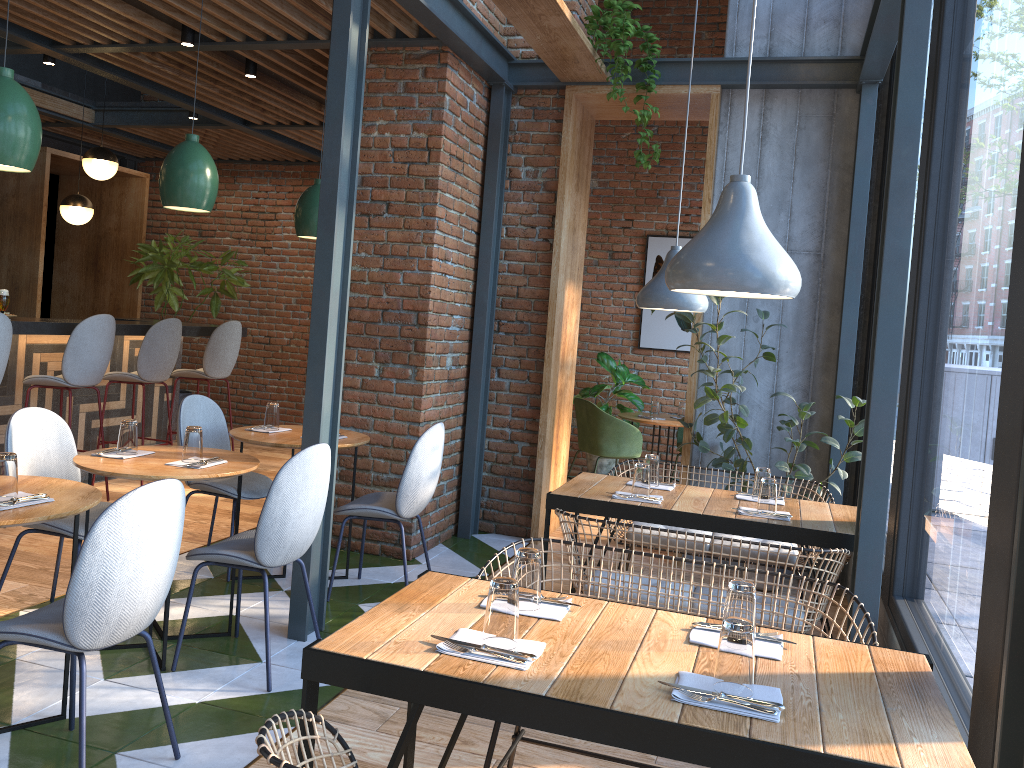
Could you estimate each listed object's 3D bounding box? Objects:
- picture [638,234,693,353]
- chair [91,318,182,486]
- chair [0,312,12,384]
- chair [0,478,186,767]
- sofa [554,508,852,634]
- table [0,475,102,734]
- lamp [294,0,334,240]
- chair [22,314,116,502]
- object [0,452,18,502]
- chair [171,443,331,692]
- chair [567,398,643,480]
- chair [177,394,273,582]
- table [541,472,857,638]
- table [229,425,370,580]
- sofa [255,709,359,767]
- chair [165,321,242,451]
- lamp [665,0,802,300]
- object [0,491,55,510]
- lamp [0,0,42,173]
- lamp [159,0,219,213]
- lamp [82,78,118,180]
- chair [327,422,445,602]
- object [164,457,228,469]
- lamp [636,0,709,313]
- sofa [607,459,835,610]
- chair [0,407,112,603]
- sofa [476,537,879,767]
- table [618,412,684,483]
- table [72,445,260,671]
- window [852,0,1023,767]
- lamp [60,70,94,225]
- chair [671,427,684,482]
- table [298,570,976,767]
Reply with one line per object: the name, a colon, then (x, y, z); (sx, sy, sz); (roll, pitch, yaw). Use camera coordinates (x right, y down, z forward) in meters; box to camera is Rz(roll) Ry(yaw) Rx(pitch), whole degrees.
picture: (1.595, -0.848, 8.368); (0.726, 1.094, 0.023); (5, 1, 17)
chair: (-2.716, 0.121, 6.458); (0.508, 1.242, 0.418); (5, 2, 15)
chair: (-3.133, 0.192, 4.987); (0.508, 1.242, 0.418); (5, 2, 28)
chair: (-1.242, 0.688, 2.557); (0.508, 0.886, 0.418); (5, 2, 18)
sofa: (0.655, 0.863, 3.281); (1.093, 0.732, 0.470); (5, 2, 17)
table: (-1.666, 0.714, 2.716); (0.700, 0.746, 0.699); (6, 3, 27)
lamp: (-0.923, -1.747, 4.485); (0.224, 2.019, 0.224); (5, 1, 20)
chair: (-2.870, 0.151, 5.705); (0.508, 1.242, 0.418); (5, 2, 13)
object: (-1.528, 0.278, 2.665); (0.080, 0.138, 0.080); (4, 2, -5)
chair: (-0.992, 0.645, 3.440); (0.508, 0.886, 0.418); (5, 2, 18)
chair: (0.775, 0.543, 7.345); (0.514, 0.818, 0.640); (4, 2, -19)
chair: (-1.508, 0.519, 4.664); (0.508, 0.886, 0.418); (5, 2, 18)
table: (0.818, 0.851, 3.815); (1.273, 0.705, 0.658); (5, 3, 17)
table: (-1.108, 0.630, 4.537); (0.698, 0.746, 0.701); (3, 3, -27)
sofa: (0.081, 0.949, 1.410); (1.093, 0.732, 0.470); (5, 2, 17)
chair: (-2.488, 0.090, 7.154); (0.508, 1.242, 0.418); (5, 2, 16)
lamp: (0.755, -2.473, 2.304); (0.353, 4.485, 0.352); (5, 2, 33)
object: (-1.516, 0.346, 2.647); (0.158, 0.019, 0.243); (6, 4, 22)
lamp: (-1.481, -1.663, 2.665); (0.224, 2.019, 0.224); (5, 1, 20)
lamp: (-1.220, -1.703, 3.517); (0.224, 2.019, 0.224); (5, 1, 20)
lamp: (-3.229, -3.556, 7.203); (0.269, 3.790, 0.268); (5, 1, 26)
chair: (-0.618, 0.608, 4.385); (0.508, 0.886, 0.418); (5, 2, 13)
object: (-1.252, 0.307, 3.502); (0.157, 0.019, 0.243); (5, 4, 14)
lamp: (0.957, -2.598, 4.309); (0.353, 4.485, 0.353); (5, 1, 22)
sofa: (0.987, 0.812, 4.361); (1.093, 0.732, 0.470); (5, 2, 17)
chair: (-1.848, 0.560, 3.708); (0.508, 0.886, 0.418); (5, 2, 13)
sofa: (0.413, 0.899, 2.489); (1.093, 0.732, 0.470); (5, 2, 17)
table: (1.275, 0.635, 7.529); (0.807, 0.686, 0.809); (4, 3, 1)
table: (-1.405, 0.675, 3.568); (0.698, 0.746, 0.701); (3, 3, -31)
window: (0.990, -1.791, 0.953); (0.127, 5.591, 8.727); (5, 3, 17)
lamp: (-3.676, -3.282, 7.724); (0.269, 3.790, 0.268); (5, 2, 38)
chair: (1.741, 0.593, 7.701); (0.514, 0.818, 0.640); (4, 2, -24)
table: (0.246, 0.937, 1.951); (1.273, 0.705, 0.658); (5, 3, 17)
